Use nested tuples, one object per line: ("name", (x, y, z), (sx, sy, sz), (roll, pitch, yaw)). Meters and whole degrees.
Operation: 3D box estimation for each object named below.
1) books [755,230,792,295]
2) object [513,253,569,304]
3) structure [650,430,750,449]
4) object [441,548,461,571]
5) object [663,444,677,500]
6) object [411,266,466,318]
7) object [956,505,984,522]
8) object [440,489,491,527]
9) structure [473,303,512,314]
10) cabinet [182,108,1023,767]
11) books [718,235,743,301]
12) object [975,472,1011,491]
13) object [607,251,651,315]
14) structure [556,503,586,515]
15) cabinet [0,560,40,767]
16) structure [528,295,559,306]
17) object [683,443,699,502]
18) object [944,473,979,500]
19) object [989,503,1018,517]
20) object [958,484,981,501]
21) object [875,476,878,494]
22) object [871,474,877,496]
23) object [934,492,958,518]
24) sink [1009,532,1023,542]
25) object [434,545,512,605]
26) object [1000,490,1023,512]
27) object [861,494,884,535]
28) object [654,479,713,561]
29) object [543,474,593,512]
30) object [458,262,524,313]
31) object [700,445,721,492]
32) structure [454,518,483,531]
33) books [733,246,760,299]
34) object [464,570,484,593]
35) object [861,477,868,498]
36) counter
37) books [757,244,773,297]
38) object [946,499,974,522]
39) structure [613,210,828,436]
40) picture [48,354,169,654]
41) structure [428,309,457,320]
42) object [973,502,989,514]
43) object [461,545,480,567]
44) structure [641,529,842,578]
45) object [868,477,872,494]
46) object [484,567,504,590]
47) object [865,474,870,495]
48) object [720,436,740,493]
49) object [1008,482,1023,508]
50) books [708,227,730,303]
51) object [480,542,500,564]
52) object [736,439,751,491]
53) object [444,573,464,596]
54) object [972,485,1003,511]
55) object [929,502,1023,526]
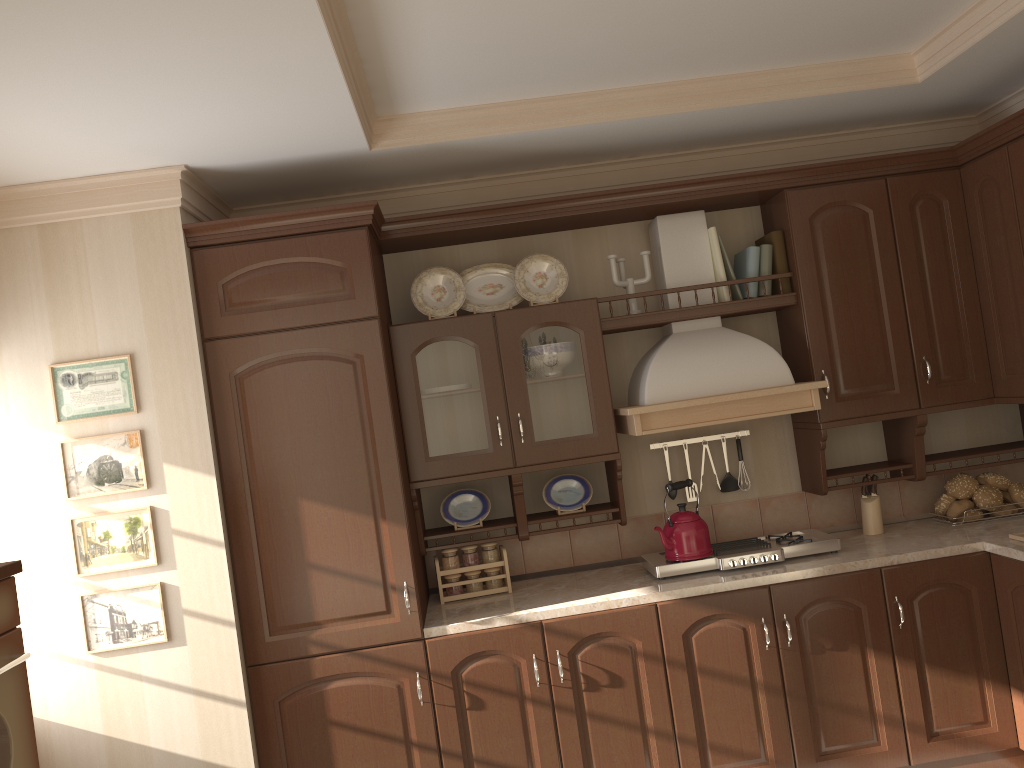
("books", (1.069, -0.480, 3.621), (0.052, 0.254, 0.205), (-8, -1, -3))
("object", (0.113, -0.417, 3.498), (0.220, 0.210, 0.068), (-8, -1, -5))
("structure", (0.780, 0.232, 3.686), (0.422, 0.020, 0.008), (-8, -1, -3))
("object", (-0.240, 0.681, 3.460), (0.068, 0.088, 0.068), (-8, -1, 13))
("object", (0.650, 0.364, 3.666), (0.048, 0.231, 0.015), (-8, -1, -2))
("object", (-0.288, -0.361, 3.474), (0.220, 0.210, 0.068), (-8, -1, -5))
("object", (1.832, 0.520, 3.566), (0.114, 0.058, 0.119), (-7, -1, -38))
("object", (-0.184, 0.490, 3.516), (0.202, 0.143, 0.071), (-8, -1, -5))
("structure", (-0.084, -0.337, 3.537), (0.154, 0.126, 0.080), (-8, -1, -3))
("cabinet", (0.674, 0.367, 2.501), (3.226, 2.313, 2.436), (-8, -1, -3))
("books", (0.865, -0.460, 3.621), (0.068, 0.271, 0.194), (-8, -1, -3))
("object", (1.950, 0.396, 3.597), (0.112, 0.078, 0.125), (-8, -1, -9))
("object", (0.460, -0.393, 3.547), (0.163, 0.248, 0.174), (-7, -2, -41))
("structure", (0.227, 0.449, 3.534), (0.110, 0.126, 0.080), (-8, -1, -3))
("cabinet", (-1.305, 1.112, 1.405), (0.538, 1.349, 1.513), (-8, -1, -3))
("structure", (0.118, -0.367, 3.494), (0.110, 0.126, 0.080), (-8, -1, -3))
("object", (0.733, 0.365, 3.673), (0.051, 0.245, 0.003), (-8, -1, -3))
("object", (1.812, 0.413, 3.572), (0.118, 0.105, 0.100), (-8, -1, -9))
("object", (1.966, 0.502, 3.556), (0.103, 0.060, 0.105), (-8, -1, -8))
("object", (1.872, 0.448, 3.628), (0.113, 0.092, 0.110), (-7, -2, -41))
("object", (1.490, 0.457, 3.636), (0.050, 0.159, 0.022), (-7, -1, -34))
("object", (1.473, 0.468, 3.603), (0.053, 0.198, 0.027), (-8, -1, -20))
("object", (1.771, 0.492, 3.612), (0.123, 0.109, 0.092), (-7, -1, -36))
("sink", (2.009, 0.436, 2.631), (0.448, 0.348, 1.077), (-8, -1, -3))
("object", (-0.156, 0.743, 3.470), (0.276, 0.170, 0.140), (-8, -1, -8))
("object", (2.022, 0.470, 3.604), (0.091, 0.100, 0.125), (-8, -1, -8))
("object", (1.467, 0.527, 3.607), (0.078, 0.148, 0.151), (-9, -1, 34))
("object", (0.641, 0.508, 3.331), (0.181, 0.282, 0.227), (-8, -1, 20))
("object", (0.222, 0.433, 3.538), (0.202, 0.143, 0.071), (-8, -1, -5))
("object", (-0.090, -0.385, 3.543), (0.342, 0.209, 0.073), (-8, -1, -2))
("object", (0.808, 0.348, 3.677), (0.089, 0.195, 0.005), (-8, -1, -3))
("structure", (-0.180, 0.506, 3.512), (0.110, 0.126, 0.080), (-8, -1, -3))
("books", (0.956, -0.442, 3.619), (0.086, 0.209, 0.205), (-8, -1, -3))
("object", (-0.150, 0.770, 3.468), (0.068, 0.088, 0.068), (-8, -1, 13))
("object", (1.439, 0.478, 3.612), (0.053, 0.198, 0.027), (-8, -1, -20))
("counter", (1.020, 0.660, 2.501), (2.603, 0.034, 2.422), (-8, -1, -3))
("books", (1.007, -0.449, 3.614), (0.080, 0.209, 0.205), (-8, -1, -3))
("object", (1.791, 0.506, 3.543), (0.104, 0.092, 0.114), (-9, -2, 43))
("structure", (0.737, -0.269, 3.491), (0.753, 0.845, 0.455), (-8, -1, -3))
("picture", (-1.341, 0.396, 2.946), (0.268, 0.964, 0.010), (-8, -1, -3))
("structure", (-0.277, -0.311, 3.470), (0.110, 0.126, 0.080), (-8, -1, -3))
("object", (1.930, 0.484, 3.608), (0.114, 0.094, 0.098), (-8, -1, -23))
("object", (-0.164, 0.671, 3.470), (0.068, 0.088, 0.068), (-8, -1, 13))
("structure", (0.873, 0.643, 3.386), (0.710, 0.054, 0.325), (-8, -1, -3))
("object", (1.481, 0.462, 3.660), (0.051, 0.158, 0.016), (-7, -2, -41))
("object", (-0.073, 0.759, 3.479), (0.068, 0.088, 0.068), (-8, -1, 13))
("object", (1.459, 0.466, 3.633), (0.027, 0.191, 0.052), (-9, -2, 42))
("object", (0.892, 0.334, 3.695), (0.088, 0.236, 0.028), (-8, -1, -3))
("object", (2.036, 0.445, 3.536), (0.097, 0.106, 0.117), (-9, -2, 42))
("books", (0.824, -0.473, 3.612), (0.042, 0.305, 0.194), (-8, -1, -3))
("object", (-0.087, 0.660, 3.481), (0.068, 0.088, 0.068), (-8, -1, 13))
("object", (0.954, 0.337, 3.685), (0.049, 0.219, 0.049), (-7, -1, -26))
("object", (-0.226, 0.781, 3.458), (0.068, 0.088, 0.068), (-8, -1, 13))
("object", (1.891, 0.452, 3.528), (0.110, 0.102, 0.115), (-9, -1, 25))
("object", (1.903, 0.511, 3.576), (0.364, 0.060, 0.199), (-8, -1, -3))
